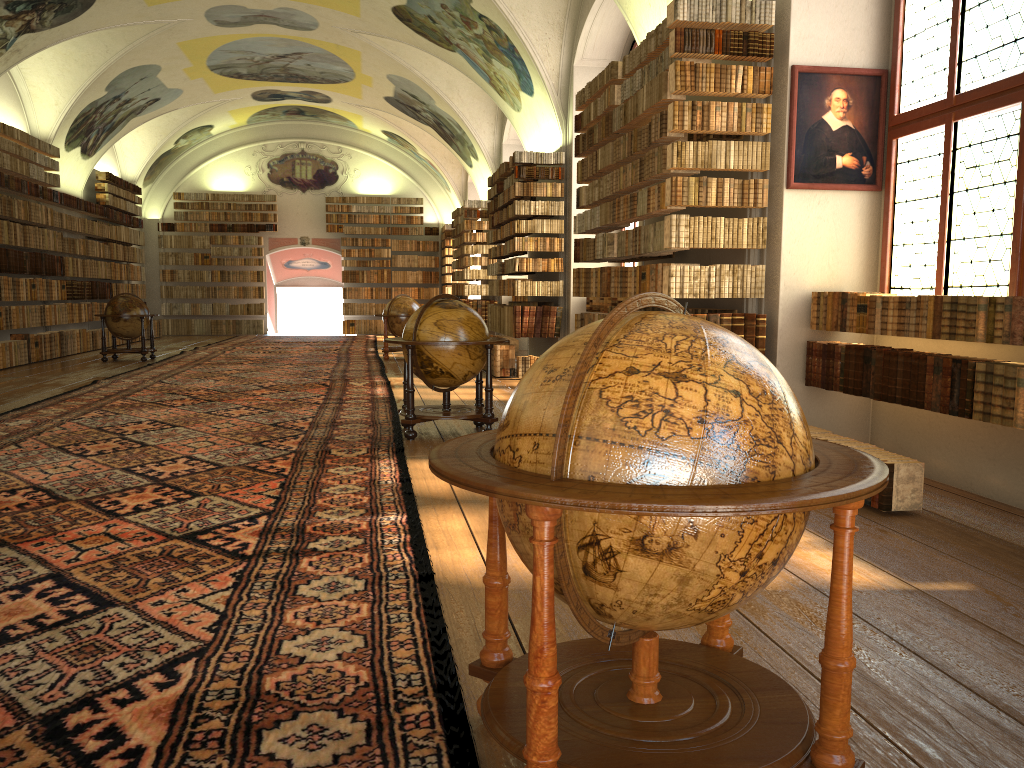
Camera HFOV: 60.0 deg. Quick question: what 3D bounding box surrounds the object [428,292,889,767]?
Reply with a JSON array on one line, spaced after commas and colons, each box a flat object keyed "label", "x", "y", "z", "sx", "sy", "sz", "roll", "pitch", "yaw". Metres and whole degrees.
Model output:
[{"label": "object", "x": 0.399, "y": 0.460, "z": 2.603, "sx": 1.278, "sy": 1.452, "sz": 1.277, "roll": 4, "pitch": 7, "yaw": 28}]

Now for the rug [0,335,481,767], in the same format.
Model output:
[{"label": "rug", "x": -3.998, "y": 0.160, "z": 12.178, "sx": 4.704, "sy": 0.064, "sz": 36.824, "roll": -1, "pitch": 6, "yaw": -9}]

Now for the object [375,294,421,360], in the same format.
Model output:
[{"label": "object", "x": -2.439, "y": -1.289, "z": 19.883, "sx": 1.278, "sy": 1.452, "sz": 1.277, "roll": 4, "pitch": 8, "yaw": 33}]

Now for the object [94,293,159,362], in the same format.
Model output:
[{"label": "object", "x": -8.215, "y": -1.221, "z": 18.956, "sx": 1.278, "sy": 1.452, "sz": 1.277, "roll": 4, "pitch": 8, "yaw": 33}]

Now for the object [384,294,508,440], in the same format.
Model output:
[{"label": "object", "x": -0.679, "y": -0.205, "z": 9.171, "sx": 1.277, "sy": 1.452, "sz": 1.277, "roll": 6, "pitch": 9, "yaw": 43}]
